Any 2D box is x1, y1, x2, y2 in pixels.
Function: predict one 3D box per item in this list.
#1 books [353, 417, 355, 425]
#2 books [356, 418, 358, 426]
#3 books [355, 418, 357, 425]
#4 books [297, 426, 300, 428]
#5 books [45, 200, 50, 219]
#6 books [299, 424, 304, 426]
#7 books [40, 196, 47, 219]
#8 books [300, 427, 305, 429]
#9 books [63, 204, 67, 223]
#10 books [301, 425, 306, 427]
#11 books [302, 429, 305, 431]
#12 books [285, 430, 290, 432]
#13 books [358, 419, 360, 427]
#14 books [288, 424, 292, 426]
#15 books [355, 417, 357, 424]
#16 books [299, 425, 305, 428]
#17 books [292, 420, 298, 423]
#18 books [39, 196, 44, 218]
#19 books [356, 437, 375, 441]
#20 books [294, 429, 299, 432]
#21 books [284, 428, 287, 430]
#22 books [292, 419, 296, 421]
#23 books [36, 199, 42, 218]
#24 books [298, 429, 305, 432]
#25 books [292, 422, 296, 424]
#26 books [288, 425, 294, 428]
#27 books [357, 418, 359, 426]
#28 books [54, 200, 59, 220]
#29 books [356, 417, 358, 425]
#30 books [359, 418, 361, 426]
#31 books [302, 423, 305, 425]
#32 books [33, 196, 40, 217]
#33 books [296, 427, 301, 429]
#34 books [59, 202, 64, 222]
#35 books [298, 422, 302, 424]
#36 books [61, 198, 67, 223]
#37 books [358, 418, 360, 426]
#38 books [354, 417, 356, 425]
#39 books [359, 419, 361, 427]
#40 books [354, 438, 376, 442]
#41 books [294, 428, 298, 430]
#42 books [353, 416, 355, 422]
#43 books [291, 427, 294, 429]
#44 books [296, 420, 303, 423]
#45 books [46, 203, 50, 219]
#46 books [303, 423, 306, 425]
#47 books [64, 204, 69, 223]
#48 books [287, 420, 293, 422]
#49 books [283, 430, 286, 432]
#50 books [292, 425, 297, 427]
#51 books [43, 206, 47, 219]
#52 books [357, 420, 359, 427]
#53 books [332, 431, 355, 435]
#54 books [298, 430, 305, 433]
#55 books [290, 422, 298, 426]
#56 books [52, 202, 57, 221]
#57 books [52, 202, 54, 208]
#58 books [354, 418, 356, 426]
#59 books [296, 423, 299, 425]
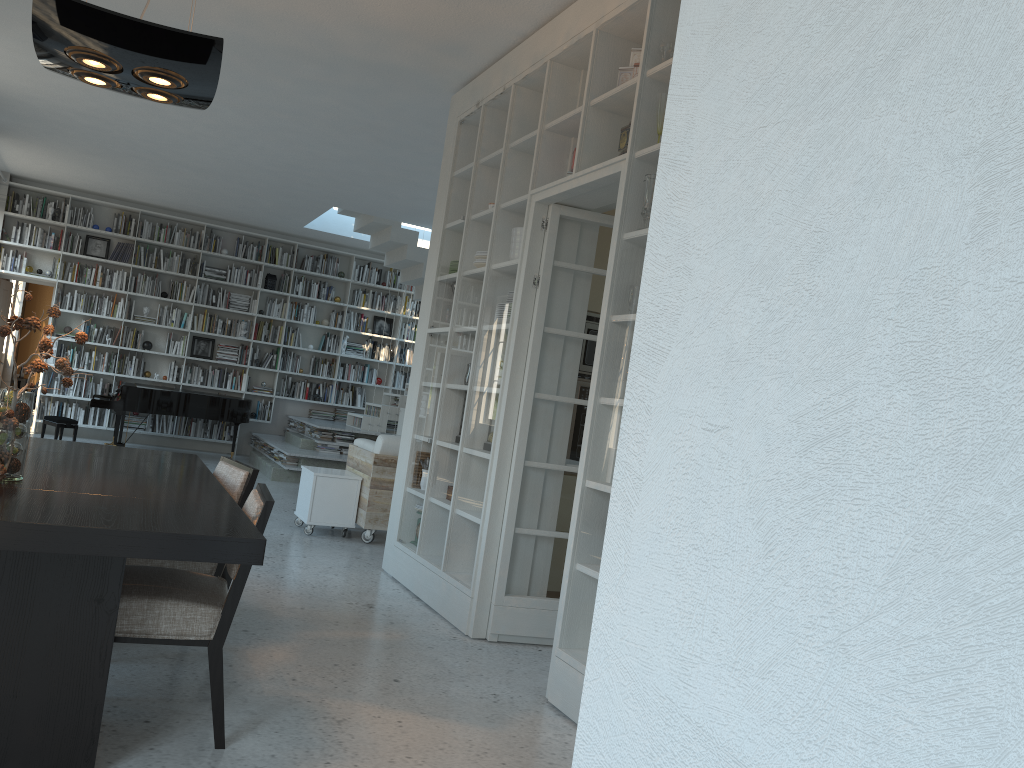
[{"bbox_3d":[-2.151,0.526,12.415,0.125,0.125,0.009,9,-1,-24],"label":"books"},{"bbox_3d":[-2.081,0.531,12.259,0.125,0.125,0.009,9,-1,-24],"label":"books"},{"bbox_3d":[-2.106,0.529,12.314,0.125,0.125,0.008,9,-1,-24],"label":"books"},{"bbox_3d":[-2.900,0.608,12.364,0.154,0.018,0.220,9,-2,-25],"label":"books"},{"bbox_3d":[-6.050,-2.253,11.539,0.013,0.275,0.158,9,-1,-24],"label":"books"},{"bbox_3d":[-2.791,0.568,12.096,0.187,0.009,0.261,9,-2,-25],"label":"books"},{"bbox_3d":[-6.089,-2.279,11.525,0.029,0.314,0.129,9,-1,-24],"label":"books"},{"bbox_3d":[-2.786,0.612,12.100,0.159,0.018,0.203,9,-2,-26],"label":"books"},{"bbox_3d":[-5.858,-2.214,11.625,0.025,0.259,0.138,9,-1,-24],"label":"books"},{"bbox_3d":[-2.787,0.580,12.099,0.161,0.012,0.254,9,-2,-20],"label":"books"},{"bbox_3d":[-2.777,0.631,12.105,0.138,0.017,0.237,9,-2,-25],"label":"books"},{"bbox_3d":[-3.214,0.693,12.918,0.160,0.009,0.210,9,-2,-20],"label":"books"},{"bbox_3d":[-2.037,0.535,12.160,0.125,0.125,0.008,9,-1,-24],"label":"books"},{"bbox_3d":[-3.160,0.604,12.900,0.175,0.017,0.265,9,-2,-21],"label":"books"},{"bbox_3d":[-2.109,0.529,12.322,0.125,0.125,0.008,9,-1,-24],"label":"books"},{"bbox_3d":[-2.791,0.594,12.097,0.179,0.017,0.293,9,-2,-23],"label":"books"},{"bbox_3d":[-3.021,0.542,12.641,0.163,0.018,0.289,9,-2,-25],"label":"books"},{"bbox_3d":[-6.105,-2.276,11.506,0.014,0.304,0.145,9,-1,-24],"label":"books"},{"bbox_3d":[-1.867,0.698,11.279,0.203,0.011,0.173,9,-2,-29],"label":"books"},{"bbox_3d":[-2.921,0.655,12.357,0.183,0.012,0.296,9,-2,-25],"label":"books"},{"bbox_3d":[-3.215,0.669,12.917,0.174,0.009,0.240,9,-2,-22],"label":"books"},{"bbox_3d":[-3.026,0.515,12.637,0.171,0.020,0.193,9,-2,-29],"label":"books"},{"bbox_3d":[-6.134,-2.257,11.509,0.030,0.257,0.130,9,-1,-24],"label":"books"},{"bbox_3d":[-2.799,0.643,12.096,0.178,0.014,0.247,9,-2,-26],"label":"books"},{"bbox_3d":[-3.029,0.566,12.638,0.171,0.007,0.206,9,-2,-22],"label":"books"},{"bbox_3d":[-3.154,0.622,12.904,0.163,0.017,0.232,9,-2,-22],"label":"books"},{"bbox_3d":[-2.062,0.533,12.217,0.125,0.125,0.007,9,-1,-24],"label":"books"},{"bbox_3d":[-5.954,-2.245,11.588,0.013,0.292,0.154,9,-1,-24],"label":"books"},{"bbox_3d":[-2.085,0.531,12.267,0.125,0.125,0.008,9,-1,-24],"label":"books"},{"bbox_3d":[-2.018,0.536,12.119,0.125,0.125,0.007,9,-1,-24],"label":"books"},{"bbox_3d":[-2.766,0.561,12.107,0.129,0.013,0.296,9,-2,-26],"label":"books"},{"bbox_3d":[-6.156,-2.274,11.479,0.039,0.282,0.181,9,-1,-24],"label":"books"},{"bbox_3d":[-2.913,0.627,12.359,0.164,0.023,0.242,9,-2,-20],"label":"books"},{"bbox_3d":[-5.889,-2.233,11.609,0.022,0.286,0.175,9,-1,-24],"label":"books"},{"bbox_3d":[-2.893,0.549,12.365,0.149,0.013,0.220,9,-2,-21],"label":"books"},{"bbox_3d":[-5.867,-2.255,11.612,0.014,0.337,0.167,9,-1,-24],"label":"books"},{"bbox_3d":[-2.040,0.534,12.166,0.125,0.125,0.007,9,-1,-24],"label":"books"},{"bbox_3d":[-2.128,0.528,12.364,0.125,0.125,0.009,9,-1,-24],"label":"books"},{"bbox_3d":[-2.015,0.536,12.111,0.125,0.125,0.010,9,-1,-24],"label":"books"},{"bbox_3d":[-1.871,0.709,11.285,0.246,0.013,0.172,9,-2,-25],"label":"books"},{"bbox_3d":[-2.924,0.643,12.355,0.190,0.012,0.235,9,-2,-26],"label":"books"},{"bbox_3d":[-2.162,0.525,12.438,0.125,0.125,0.008,9,-1,-24],"label":"books"},{"bbox_3d":[-3.040,0.645,12.637,0.173,0.017,0.233,9,-2,-25],"label":"books"},{"bbox_3d":[-2.902,0.534,12.360,0.165,0.015,0.243,9,-2,-29],"label":"books"},{"bbox_3d":[-6.038,-2.226,11.545,0.021,0.226,0.156,9,-1,-24],"label":"books"},{"bbox_3d":[-2.773,0.539,12.103,0.139,0.028,0.261,9,-2,-19],"label":"books"},{"bbox_3d":[-5.821,-2.205,11.601,0.024,0.252,0.235,9,-1,-24],"label":"books"},{"bbox_3d":[-3.153,0.549,12.900,0.171,0.015,0.252,9,-2,-29],"label":"books"},{"bbox_3d":[-3.222,0.699,12.915,0.184,0.006,0.262,9,-2,-23],"label":"books"},{"bbox_3d":[-3.032,0.603,12.638,0.163,0.008,0.294,9,-2,-26],"label":"books"},{"bbox_3d":[-6.070,-2.212,11.524,0.024,0.187,0.159,9,-1,-24],"label":"books"},{"bbox_3d":[-2.056,0.533,12.202,0.125,0.125,0.008,9,-1,-24],"label":"books"},{"bbox_3d":[-2.125,0.619,11.191,0.261,0.016,0.128,9,-2,-25],"label":"books"},{"bbox_3d":[-2.807,0.654,12.093,0.182,0.011,0.253,9,-2,-20],"label":"books"},{"bbox_3d":[-3.042,0.582,12.633,0.189,0.030,0.237,9,-2,-27],"label":"books"},{"bbox_3d":[-5.970,-2.232,11.568,0.027,0.259,0.147,9,-1,-24],"label":"books"},{"bbox_3d":[-5.993,-2.233,11.561,0.021,0.253,0.179,9,-1,-24],"label":"books"},{"bbox_3d":[-2.125,0.528,12.357,0.125,0.125,0.009,9,-1,-24],"label":"books"},{"bbox_3d":[-2.901,0.568,12.362,0.167,0.008,0.234,9,-2,-25],"label":"books"}]
